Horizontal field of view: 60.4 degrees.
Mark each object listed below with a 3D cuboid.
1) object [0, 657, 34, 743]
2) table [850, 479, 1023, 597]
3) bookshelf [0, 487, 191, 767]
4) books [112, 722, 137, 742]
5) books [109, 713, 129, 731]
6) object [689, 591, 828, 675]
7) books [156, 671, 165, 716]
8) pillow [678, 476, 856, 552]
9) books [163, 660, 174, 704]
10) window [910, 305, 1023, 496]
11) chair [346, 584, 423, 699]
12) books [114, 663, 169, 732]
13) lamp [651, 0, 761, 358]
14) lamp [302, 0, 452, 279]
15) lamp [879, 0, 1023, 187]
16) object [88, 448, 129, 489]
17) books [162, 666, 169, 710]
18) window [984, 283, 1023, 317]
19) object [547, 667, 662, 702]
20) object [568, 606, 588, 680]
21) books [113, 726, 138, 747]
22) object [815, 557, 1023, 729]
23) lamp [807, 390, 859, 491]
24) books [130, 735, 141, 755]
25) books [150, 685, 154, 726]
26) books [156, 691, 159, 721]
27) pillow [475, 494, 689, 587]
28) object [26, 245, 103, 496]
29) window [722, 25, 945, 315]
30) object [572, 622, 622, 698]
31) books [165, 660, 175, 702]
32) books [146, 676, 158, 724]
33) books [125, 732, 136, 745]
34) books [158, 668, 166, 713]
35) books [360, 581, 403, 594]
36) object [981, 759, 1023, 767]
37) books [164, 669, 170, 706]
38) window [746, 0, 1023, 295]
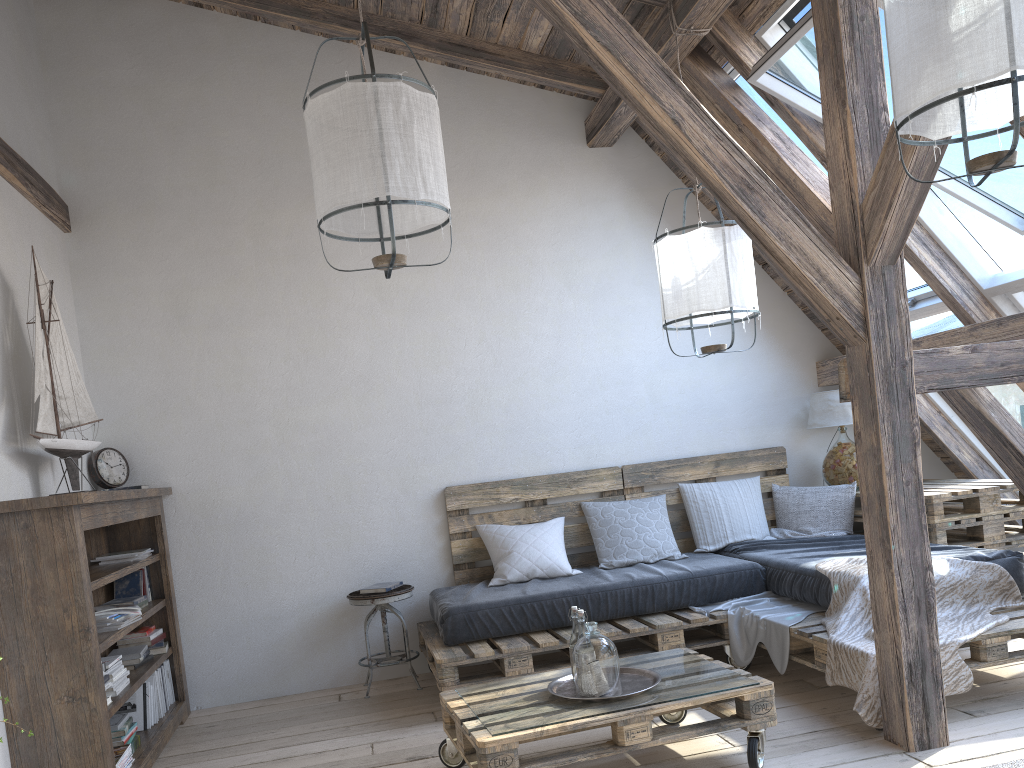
[{"bbox_3d":[-1.476,0.938,2.390,0.273,1.122,0.517,-8,1,-25],"label":"object"},{"bbox_3d":[2.294,0.911,4.840,0.673,0.702,1.021,-6,-2,-12],"label":"table"},{"bbox_3d":[-1.703,1.049,3.741,0.347,1.174,1.631,-7,-2,-12],"label":"bookshelf"},{"bbox_3d":[-1.670,1.447,3.635,0.173,0.013,0.231,-6,-5,-8],"label":"books"},{"bbox_3d":[-1.674,1.406,3.639,0.132,0.021,0.200,-6,-5,-12],"label":"books"},{"bbox_3d":[1.214,1.139,4.082,0.502,0.277,0.714,-5,-4,-27],"label":"object"},{"bbox_3d":[-1.741,1.478,4.164,0.157,0.220,0.017,-7,2,-11],"label":"books"},{"bbox_3d":[1.443,0.706,4.988,0.969,0.400,0.386,-7,-1,5],"label":"pillow"},{"bbox_3d":[-1.789,1.503,4.397,0.157,0.220,0.021,-7,2,-11],"label":"books"},{"bbox_3d":[2.647,0.142,4.624,1.093,1.279,0.857,-7,0,-11],"label":"window"},{"bbox_3d":[-0.654,1.325,4.582,0.353,0.521,0.354,-7,0,-8],"label":"chair"},{"bbox_3d":[-1.765,1.465,4.138,0.201,0.248,0.413,-7,-3,-11],"label":"books"},{"bbox_3d":[0.763,-0.880,3.673,0.402,1.521,0.403,-6,2,30],"label":"lamp"},{"bbox_3d":[-0.436,-0.889,2.672,0.410,1.086,0.396,-6,2,30],"label":"lamp"},{"bbox_3d":[1.069,-1.152,2.069,0.404,1.307,0.402,-8,2,-35],"label":"lamp"},{"bbox_3d":[-2.015,0.422,4.403,0.082,0.210,0.203,-6,-1,25],"label":"object"},{"bbox_3d":[-1.762,1.489,4.274,0.157,0.220,0.017,-7,2,-11],"label":"books"},{"bbox_3d":[2.826,0.046,3.722,1.093,1.279,0.857,-7,0,-11],"label":"window"},{"bbox_3d":[0.319,1.039,3.041,0.395,0.021,0.395,-7,-5,8],"label":"object"},{"bbox_3d":[0.246,0.926,3.115,0.071,0.268,0.154,-7,1,-12],"label":"object"},{"bbox_3d":[-1.653,1.462,3.630,0.157,0.021,0.225,-6,-5,-11],"label":"books"},{"bbox_3d":[1.616,0.950,3.378,0.814,0.474,1.007,-8,-4,18],"label":"object"},{"bbox_3d":[1.853,0.703,5.266,0.387,1.287,0.827,-8,1,-26],"label":"lamp"},{"bbox_3d":[-1.648,1.512,3.630,0.173,0.038,0.224,-6,-5,-11],"label":"books"},{"bbox_3d":[-1.719,1.485,4.034,0.139,0.175,0.094,-7,1,-11],"label":"books"},{"bbox_3d":[-1.728,1.489,4.103,0.139,0.184,0.065,-7,2,-11],"label":"books"},{"bbox_3d":[0.379,0.825,4.748,1.126,0.356,0.352,-6,-1,-11],"label":"pillow"},{"bbox_3d":[-1.834,-0.036,3.597,0.140,0.993,0.790,-7,0,-7],"label":"object"},{"bbox_3d":[1.539,-0.946,4.385,1.093,1.279,0.857,-7,0,-11],"label":"window"},{"bbox_3d":[0.279,0.920,2.954,0.154,0.247,0.157,-7,1,-43],"label":"object"},{"bbox_3d":[-1.792,1.506,4.425,0.157,0.221,0.036,-7,2,-11],"label":"books"},{"bbox_3d":[-1.727,1.471,4.067,0.157,0.212,0.090,-7,1,-11],"label":"books"},{"bbox_3d":[-1.651,1.482,3.631,0.157,0.021,0.226,-5,-5,-16],"label":"books"},{"bbox_3d":[-1.761,1.486,4.233,0.157,0.220,0.021,-7,2,-11],"label":"books"},{"bbox_3d":[-0.675,1.053,4.552,0.150,0.021,0.204,-8,-5,18],"label":"books"},{"bbox_3d":[2.613,0.904,1.315,2.181,0.056,3.202,-6,-5,-11],"label":"object"},{"bbox_3d":[-1.778,1.515,4.356,0.139,0.185,0.018,-7,2,-11],"label":"books"},{"bbox_3d":[1.762,-1.046,3.491,1.346,1.279,0.857,-6,0,-11],"label":"window"}]
